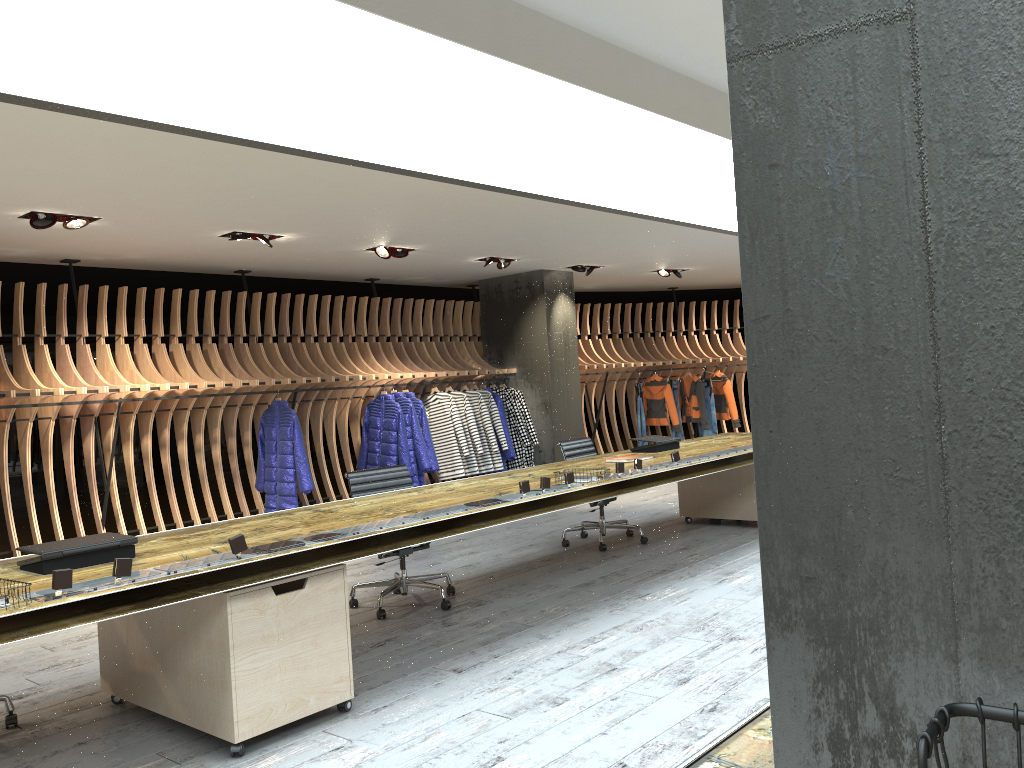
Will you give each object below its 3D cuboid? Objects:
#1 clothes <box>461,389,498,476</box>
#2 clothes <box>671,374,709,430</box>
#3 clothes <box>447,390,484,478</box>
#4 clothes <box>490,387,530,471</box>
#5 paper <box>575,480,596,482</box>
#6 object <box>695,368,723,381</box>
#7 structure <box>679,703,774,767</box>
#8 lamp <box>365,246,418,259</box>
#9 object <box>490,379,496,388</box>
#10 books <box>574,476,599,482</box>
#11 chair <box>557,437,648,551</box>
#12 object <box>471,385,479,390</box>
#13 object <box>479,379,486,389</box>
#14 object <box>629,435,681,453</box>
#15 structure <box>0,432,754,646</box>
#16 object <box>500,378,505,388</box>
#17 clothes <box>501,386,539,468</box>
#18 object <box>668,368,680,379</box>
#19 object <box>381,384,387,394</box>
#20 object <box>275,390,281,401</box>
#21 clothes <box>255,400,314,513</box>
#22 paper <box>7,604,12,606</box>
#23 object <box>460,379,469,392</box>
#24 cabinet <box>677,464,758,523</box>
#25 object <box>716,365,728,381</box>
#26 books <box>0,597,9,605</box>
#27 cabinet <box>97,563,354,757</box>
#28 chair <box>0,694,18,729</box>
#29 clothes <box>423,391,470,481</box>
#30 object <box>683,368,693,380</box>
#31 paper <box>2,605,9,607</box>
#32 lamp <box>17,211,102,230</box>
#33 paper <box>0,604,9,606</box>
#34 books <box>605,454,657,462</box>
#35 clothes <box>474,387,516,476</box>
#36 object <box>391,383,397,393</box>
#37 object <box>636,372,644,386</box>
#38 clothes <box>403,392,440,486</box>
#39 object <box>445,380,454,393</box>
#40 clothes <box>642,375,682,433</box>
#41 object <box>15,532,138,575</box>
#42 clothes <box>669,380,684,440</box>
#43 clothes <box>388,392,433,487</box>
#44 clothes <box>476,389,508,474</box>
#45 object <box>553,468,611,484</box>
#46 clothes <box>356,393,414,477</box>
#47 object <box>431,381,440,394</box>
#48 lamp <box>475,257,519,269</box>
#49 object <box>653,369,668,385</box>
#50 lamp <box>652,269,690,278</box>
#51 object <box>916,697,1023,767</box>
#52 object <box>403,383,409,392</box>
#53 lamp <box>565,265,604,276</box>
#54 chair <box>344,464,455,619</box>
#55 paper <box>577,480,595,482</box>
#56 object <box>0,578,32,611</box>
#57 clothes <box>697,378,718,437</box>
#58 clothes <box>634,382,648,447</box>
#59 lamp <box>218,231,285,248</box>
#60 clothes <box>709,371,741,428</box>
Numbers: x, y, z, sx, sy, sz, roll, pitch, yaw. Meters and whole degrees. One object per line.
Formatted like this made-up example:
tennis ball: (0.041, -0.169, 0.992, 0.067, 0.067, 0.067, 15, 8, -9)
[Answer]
clothes: (-0.452, 0.592, 10.834, 0.752, 1.062, 0.128, -4, -1, 39)
clothes: (2.740, 0.277, 13.650, 0.201, 0.881, 0.839, -3, -1, -29)
clothes: (-0.624, 0.603, 10.636, 0.752, 1.062, 0.128, -4, -1, 39)
clothes: (-0.081, 0.624, 11.232, 0.806, 1.187, 0.192, -4, -1, 42)
paper: (0.418, 0.571, 5.253, 0.130, 0.004, 0.176, -4, 0, -44)
object: (2.996, -0.159, 13.794, 0.549, 0.243, 0.023, -4, -1, 18)
structure: (0.340, 0.910, 2.884, 4.833, 0.844, 18.483, -4, 0, 41)
lamp: (-1.216, -1.389, 8.895, 0.269, 0.286, 0.493, -4, -1, 41)
object: (-0.219, 0.085, 11.305, 0.516, 0.316, 0.012, -4, -1, 41)
books: (0.419, 0.558, 5.247, 0.155, 0.025, 0.110, -4, 0, 36)
chair: (0.767, 0.877, 7.287, 0.667, 0.860, 0.693, -4, -1, 27)
object: (-0.452, 0.089, 11.032, 0.517, 0.313, 0.012, -4, -1, 41)
object: (-0.367, 0.064, 11.222, 0.525, 0.270, 0.012, -4, -1, 41)
object: (1.146, 0.477, 7.076, 0.261, 0.111, 0.373, -4, 0, 41)
structure: (-0.901, 0.989, 4.250, 1.161, 0.844, 10.455, -4, 0, 41)
object: (-0.099, 0.075, 11.449, 0.517, 0.313, 0.012, -4, -1, 41)
clothes: (0.036, 0.617, 11.380, 0.799, 1.186, 0.192, -4, -1, 42)
object: (2.450, -0.124, 13.564, 0.023, 0.243, 0.549, -4, -1, 38)
object: (-1.443, 0.146, 9.959, 0.523, 0.292, 0.012, -4, -1, 41)
object: (-2.344, 0.189, 8.897, 0.525, 0.270, 0.012, -4, -1, 41)
clothes: (-2.343, 0.782, 8.891, 0.884, 1.239, 0.245, -4, -1, 38)
paper: (-1.694, 0.706, 2.826, 0.176, 0.004, 0.130, -4, 0, 43)
object: (-0.569, 0.097, 10.897, 0.517, 0.313, 0.012, -4, -1, 41)
cabinet: (2.116, 0.906, 7.873, 1.131, 0.630, 0.594, -4, -1, 41)
object: (3.226, -0.162, 13.873, 0.012, 0.270, 0.525, -3, 0, -19)
books: (-1.693, 0.692, 2.820, 0.155, 0.025, 0.110, -4, 0, 36)
cabinet: (-1.295, 1.121, 3.942, 1.131, 0.630, 0.594, -4, -1, 41)
chair: (-2.433, 1.079, 3.637, 0.667, 0.860, 0.693, -4, -1, 32)
clothes: (-0.779, 0.613, 10.458, 0.752, 1.062, 0.128, -4, -1, 39)
object: (2.720, -0.128, 13.683, 0.012, 0.270, 0.525, -3, 0, -29)
paper: (-1.694, 0.707, 2.826, 0.130, 0.004, 0.176, -4, 0, -40)
lamp: (-3.307, -1.254, 6.488, 0.269, 0.292, 0.493, -4, -1, 41)
paper: (-1.695, 0.704, 2.826, 0.130, 0.004, 0.176, -4, 0, -43)
books: (0.866, 0.537, 6.419, 0.213, 0.026, 0.366, -4, 0, 41)
clothes: (-0.293, 0.652, 11.207, 0.884, 1.239, 0.245, -4, -1, 38)
object: (-1.326, 0.133, 10.044, 0.523, 0.291, 0.012, -4, -1, 41)
object: (1.913, -0.090, 13.283, 0.023, 0.243, 0.549, -4, 0, 23)
clothes: (-1.221, 0.711, 10.183, 0.884, 1.239, 0.245, -4, -1, 38)
object: (-0.742, 0.107, 10.699, 0.517, 0.313, 0.012, -4, -1, 41)
clothes: (2.207, 0.308, 13.463, 0.201, 0.881, 0.839, -3, -1, -34)
object: (-1.721, 0.670, 3.518, 0.262, 0.088, 0.373, -4, 0, 41)
clothes: (2.494, 0.644, 13.545, 0.200, 1.422, 0.309, -4, -1, 33)
clothes: (-1.278, 0.712, 9.996, 0.883, 1.246, 0.249, -4, -1, 38)
clothes: (-0.335, 0.585, 10.969, 0.752, 1.062, 0.128, -4, -1, 39)
object: (0.417, 0.547, 5.252, 0.302, 0.071, 0.209, -4, 0, 36)
clothes: (-1.489, 0.734, 9.993, 0.879, 1.261, 0.242, -4, -1, 38)
object: (-0.896, 0.117, 10.521, 0.517, 0.313, 0.012, -4, -1, 41)
lamp: (-0.171, -1.452, 10.098, 0.269, 0.292, 0.493, -4, -1, 41)
object: (2.178, -0.096, 13.444, 0.012, 0.270, 0.525, -3, -1, -34)
lamp: (2.176, -1.598, 12.223, 0.493, 0.296, 0.269, -3, -1, -29)
object: (0.511, 0.437, 0.597, 0.459, 0.290, 0.330, -4, -1, 39)
object: (-1.222, 0.118, 10.190, 0.525, 0.270, 0.012, -4, -1, 41)
lamp: (0.918, -1.521, 11.260, 0.493, 0.292, 0.269, -3, -1, -42)
chair: (-0.675, 0.968, 5.612, 0.667, 0.860, 0.693, -4, -1, 37)
paper: (0.418, 0.570, 5.253, 0.130, 0.004, 0.176, -4, 0, -43)
object: (-1.695, 0.682, 2.824, 0.302, 0.074, 0.217, -4, 0, 35)
clothes: (3.038, 0.609, 13.783, 0.309, 1.422, 0.200, -4, -1, 13)
clothes: (1.965, 0.677, 13.275, 0.200, 1.422, 0.309, -4, -1, 18)
lamp: (-2.262, -1.319, 7.691, 0.269, 0.294, 0.493, -4, -1, 41)
clothes: (3.262, 0.241, 13.891, 0.201, 0.881, 0.839, -3, -1, -19)
